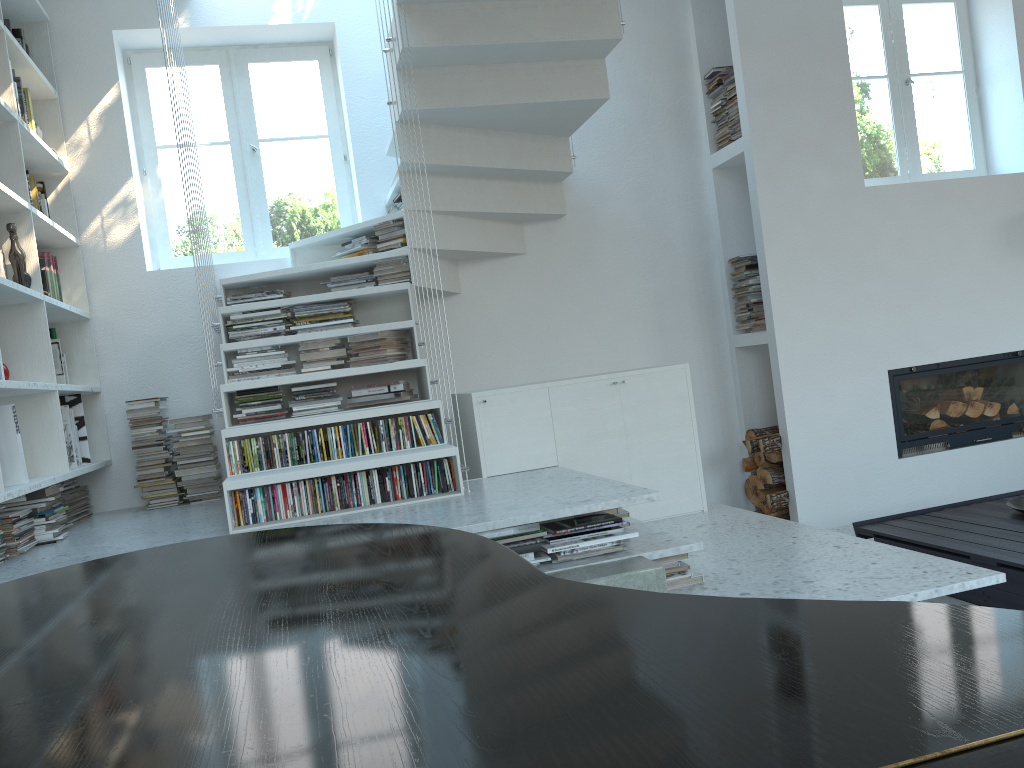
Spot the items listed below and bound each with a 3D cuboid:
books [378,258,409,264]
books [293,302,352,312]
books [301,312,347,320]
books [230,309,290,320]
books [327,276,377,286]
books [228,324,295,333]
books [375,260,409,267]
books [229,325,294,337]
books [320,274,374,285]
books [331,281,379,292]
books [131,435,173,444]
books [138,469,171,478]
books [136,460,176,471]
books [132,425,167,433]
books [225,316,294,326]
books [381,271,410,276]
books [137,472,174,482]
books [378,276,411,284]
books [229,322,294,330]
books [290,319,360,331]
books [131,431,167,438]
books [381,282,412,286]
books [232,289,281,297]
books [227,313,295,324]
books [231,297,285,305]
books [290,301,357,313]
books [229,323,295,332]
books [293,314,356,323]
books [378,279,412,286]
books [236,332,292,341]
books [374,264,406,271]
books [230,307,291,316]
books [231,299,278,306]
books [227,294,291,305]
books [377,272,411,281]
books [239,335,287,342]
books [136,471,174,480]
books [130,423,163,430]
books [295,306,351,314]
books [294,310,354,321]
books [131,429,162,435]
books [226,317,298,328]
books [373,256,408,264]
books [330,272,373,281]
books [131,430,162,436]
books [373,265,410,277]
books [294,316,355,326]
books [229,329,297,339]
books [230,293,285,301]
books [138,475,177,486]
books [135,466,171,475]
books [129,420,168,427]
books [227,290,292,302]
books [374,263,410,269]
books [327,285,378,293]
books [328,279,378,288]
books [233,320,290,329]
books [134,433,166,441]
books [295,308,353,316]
[{"bbox_3d":[-0.550,-0.594,4.370,0.163,0.008,0.266,-8,1,6],"label":"books"},{"bbox_3d":[-0.869,-0.347,4.093,0.243,0.013,0.191,-8,1,-3],"label":"books"},{"bbox_3d":[-0.865,-0.307,4.110,0.196,0.014,0.154,-8,1,-1],"label":"books"},{"bbox_3d":[-1.165,-0.317,4.118,0.230,0.015,0.190,-8,1,0],"label":"books"},{"bbox_3d":[-0.781,-0.510,4.453,0.254,0.012,0.160,-7,1,10],"label":"books"},{"bbox_3d":[-1.156,-0.254,4.133,0.292,0.005,0.152,-8,1,-2],"label":"books"},{"bbox_3d":[-0.570,-0.579,4.375,0.132,0.016,0.262,-7,1,9],"label":"books"},{"bbox_3d":[-1.155,-0.243,4.125,0.264,0.018,0.166,-8,1,5],"label":"books"},{"bbox_3d":[-0.785,-0.519,4.440,0.299,0.006,0.192,-7,1,11],"label":"books"},{"bbox_3d":[-0.776,-0.484,4.462,0.230,0.022,0.140,-7,1,9],"label":"books"},{"bbox_3d":[-1.765,0.270,4.350,0.152,0.013,0.218,-8,1,-10],"label":"books"},{"bbox_3d":[-1.755,0.438,4.355,0.135,0.013,0.184,-8,1,-17],"label":"books"},{"bbox_3d":[-1.746,0.398,4.358,0.166,0.013,0.242,-8,1,-16],"label":"books"},{"bbox_3d":[-1.777,0.219,4.347,0.144,0.015,0.206,-8,1,-17],"label":"books"},{"bbox_3d":[-1.161,-0.290,4.124,0.292,0.005,0.168,-8,1,4],"label":"books"},{"bbox_3d":[-0.554,-0.533,4.374,0.144,0.008,0.208,-8,1,6],"label":"books"},{"bbox_3d":[-1.751,0.457,4.356,0.139,0.010,0.190,-8,1,-11],"label":"books"},{"bbox_3d":[-0.539,-0.506,4.373,0.180,0.015,0.223,-7,1,10],"label":"books"},{"bbox_3d":[-1.158,-0.265,4.122,0.268,0.006,0.170,-8,1,-3],"label":"books"},{"bbox_3d":[-0.859,-0.271,4.092,0.287,0.013,0.182,-8,1,0],"label":"books"},{"bbox_3d":[-1.779,0.248,4.346,0.133,0.012,0.190,-8,1,-11],"label":"books"},{"bbox_3d":[-0.558,-0.481,4.378,0.130,0.015,0.209,-7,1,13],"label":"books"},{"bbox_3d":[-1.279,-0.454,4.498,0.239,0.008,0.160,-8,1,-5],"label":"books"},{"bbox_3d":[-1.162,-0.301,4.145,0.298,0.017,0.136,-8,1,2],"label":"books"},{"bbox_3d":[-1.274,-0.412,4.506,0.266,0.010,0.145,-8,1,-5],"label":"books"},{"bbox_3d":[-0.872,-0.357,4.121,0.298,0.007,0.134,-8,1,-5],"label":"books"},{"bbox_3d":[-1.157,-0.259,4.124,0.262,0.006,0.184,-8,1,1],"label":"books"},{"bbox_3d":[-0.862,-0.296,4.099,0.261,0.009,0.187,-8,1,-4],"label":"books"},{"bbox_3d":[-0.539,-0.495,4.373,0.168,0.008,0.240,-7,1,14],"label":"books"},{"bbox_3d":[-1.151,-0.219,4.137,0.228,0.014,0.149,-8,1,-2],"label":"books"},{"bbox_3d":[-0.554,-0.563,4.373,0.149,0.006,0.290,-7,1,15],"label":"books"},{"bbox_3d":[-1.166,-0.332,4.128,0.235,0.014,0.165,-8,1,3],"label":"books"},{"bbox_3d":[-1.271,-0.402,4.484,0.253,0.011,0.182,-8,1,-7],"label":"books"},{"bbox_3d":[-1.274,-0.422,4.484,0.282,0.010,0.169,-8,1,1],"label":"books"},{"bbox_3d":[-0.542,-0.522,4.373,0.173,0.018,0.238,-7,1,13],"label":"books"},{"bbox_3d":[-1.149,-0.205,4.145,0.211,0.014,0.146,-8,1,1],"label":"books"},{"bbox_3d":[-1.752,0.448,4.356,0.135,0.008,0.231,-8,1,-11],"label":"books"},{"bbox_3d":[-1.791,0.206,4.344,0.119,0.015,0.159,-8,1,-10],"label":"books"},{"bbox_3d":[-0.868,-0.337,4.102,0.240,0.009,0.174,-8,1,-5],"label":"books"},{"bbox_3d":[-0.865,-0.318,4.099,0.254,0.007,0.176,-8,1,-6],"label":"books"},{"bbox_3d":[-1.789,0.233,4.344,0.118,0.008,0.234,-8,1,-16],"label":"books"},{"bbox_3d":[-1.160,-0.283,4.125,0.289,0.008,0.162,-8,1,5],"label":"books"},{"bbox_3d":[-0.564,-0.600,4.373,0.158,0.007,0.300,-7,1,11],"label":"books"},{"bbox_3d":[-0.787,-0.529,4.438,0.199,0.016,0.182,-8,1,7],"label":"books"},{"bbox_3d":[-1.789,0.240,4.344,0.116,0.006,0.221,-8,1,-16],"label":"books"},{"bbox_3d":[-0.542,-0.550,4.367,0.200,0.023,0.262,-7,1,13],"label":"books"},{"bbox_3d":[-0.860,-0.284,4.091,0.243,0.014,0.191,-8,1,-1],"label":"books"},{"bbox_3d":[-1.153,-0.230,4.124,0.275,0.009,0.176,-8,1,-1],"label":"books"},{"bbox_3d":[-1.275,-0.430,4.479,0.262,0.006,0.184,-8,1,-8],"label":"books"},{"bbox_3d":[-1.741,0.475,4.358,0.160,0.014,0.198,-8,1,-15],"label":"books"},{"bbox_3d":[-1.760,0.420,4.354,0.130,0.025,0.177,-8,1,-11],"label":"books"},{"bbox_3d":[-1.779,0.193,4.347,0.150,0.008,0.214,-8,1,-12],"label":"books"},{"bbox_3d":[-1.277,-0.442,4.493,0.288,0.017,0.150,-8,1,1],"label":"books"},{"bbox_3d":[-0.557,-0.569,4.373,0.159,0.007,0.285,-7,1,12],"label":"books"},{"bbox_3d":[-0.777,-0.463,4.441,0.265,0.017,0.174,-7,1,15],"label":"books"},{"bbox_3d":[-0.782,-0.499,4.441,0.233,0.010,0.170,-8,1,6],"label":"books"},{"bbox_3d":[-1.159,-0.274,4.123,0.231,0.011,0.171,-8,1,-3],"label":"books"},{"bbox_3d":[-1.772,0.259,4.348,0.133,0.012,0.251,-8,1,-19],"label":"books"},{"bbox_3d":[-0.868,-0.327,4.113,0.257,0.011,0.144,-8,1,-7],"label":"books"}]
